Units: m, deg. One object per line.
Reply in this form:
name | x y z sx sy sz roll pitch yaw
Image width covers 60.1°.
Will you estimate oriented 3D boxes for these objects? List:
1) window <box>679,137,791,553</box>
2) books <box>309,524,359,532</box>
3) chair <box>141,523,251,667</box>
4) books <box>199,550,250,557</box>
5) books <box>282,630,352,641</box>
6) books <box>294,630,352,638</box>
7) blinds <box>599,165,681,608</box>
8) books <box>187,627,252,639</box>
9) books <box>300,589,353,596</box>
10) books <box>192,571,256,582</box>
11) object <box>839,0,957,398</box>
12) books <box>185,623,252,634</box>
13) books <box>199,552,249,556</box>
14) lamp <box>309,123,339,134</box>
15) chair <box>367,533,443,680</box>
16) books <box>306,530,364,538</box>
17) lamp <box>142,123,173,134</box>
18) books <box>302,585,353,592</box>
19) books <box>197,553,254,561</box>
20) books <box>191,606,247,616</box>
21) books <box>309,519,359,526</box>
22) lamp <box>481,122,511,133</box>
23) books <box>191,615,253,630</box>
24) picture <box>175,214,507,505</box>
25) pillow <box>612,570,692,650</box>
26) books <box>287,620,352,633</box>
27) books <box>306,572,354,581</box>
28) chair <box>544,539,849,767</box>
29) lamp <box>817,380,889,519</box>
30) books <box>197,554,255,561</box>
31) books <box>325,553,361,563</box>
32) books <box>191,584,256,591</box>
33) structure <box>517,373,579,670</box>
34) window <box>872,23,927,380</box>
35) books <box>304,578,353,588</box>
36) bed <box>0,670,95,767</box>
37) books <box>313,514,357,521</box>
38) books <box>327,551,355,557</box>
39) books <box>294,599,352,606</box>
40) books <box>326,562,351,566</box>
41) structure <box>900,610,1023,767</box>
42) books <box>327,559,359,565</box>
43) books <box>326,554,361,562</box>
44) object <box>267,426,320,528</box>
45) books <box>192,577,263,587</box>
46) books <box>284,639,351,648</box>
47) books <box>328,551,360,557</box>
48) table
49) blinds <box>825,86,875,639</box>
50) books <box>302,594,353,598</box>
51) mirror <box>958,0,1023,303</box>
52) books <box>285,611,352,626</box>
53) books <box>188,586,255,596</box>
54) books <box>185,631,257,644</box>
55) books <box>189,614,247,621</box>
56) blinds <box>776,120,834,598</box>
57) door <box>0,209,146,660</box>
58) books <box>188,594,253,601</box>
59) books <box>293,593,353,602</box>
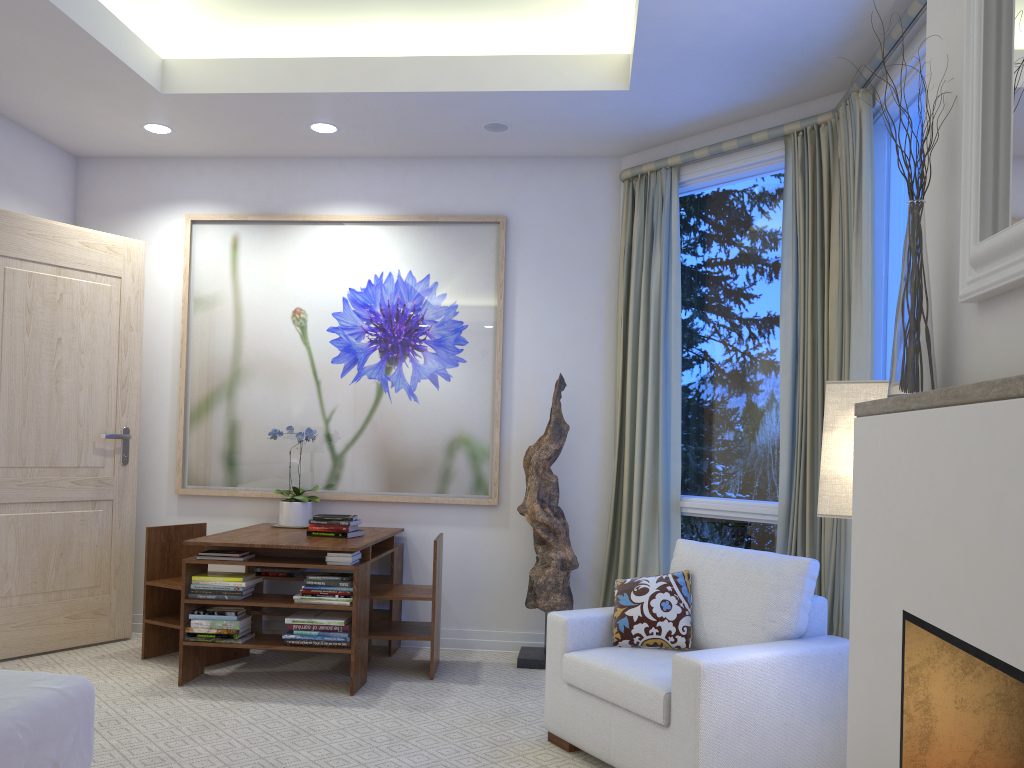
window | 0.720 -0.230 1.015 0.814 2.022 6.860 2 -4 5
books | -0.811 0.652 4.039 0.190 0.031 0.132 1 -4 10
chair | -1.471 0.977 4.155 0.340 0.609 0.341 1 -2 30
books | -1.220 0.717 3.755 0.177 0.009 0.113 1 -4 5
books | -0.795 1.046 3.713 0.284 0.018 0.182 1 -4 5
books | -0.769 1.031 3.708 0.234 0.018 0.169 1 -4 10
blinds | 0.542 0.153 4.176 0.295 2.372 0.642 3 -2 -43
books | -1.231 1.045 3.732 0.217 0.021 0.157 1 -4 5
books | -0.764 0.864 3.713 0.209 0.015 0.146 1 -4 5
books | -1.217 0.816 3.753 0.217 0.019 0.157 1 -4 5
object | 0.672 -0.323 1.545 0.189 0.692 0.193 1 -1 33
books | -1.232 1.025 3.726 0.233 0.022 0.142 1 -4 5
books | -1.220 0.717 3.755 0.174 0.008 0.111 1 -4 5
lamp | -0.884 -1.195 4.158 0.137 0.014 0.137 3 -4 -23
chair | -0.506 0.997 4.045 0.340 0.609 0.341 2 -2 0
books | -0.805 0.680 4.046 0.212 0.027 0.155 0 -4 20
lamp | -1.693 -1.213 4.230 0.137 0.014 0.137 3 -4 -23
books | -0.754 0.849 3.716 0.217 0.017 0.137 1 -4 5
books | -1.209 0.729 3.748 0.201 0.015 0.140 1 -4 5
books | -1.230 0.956 3.728 0.198 0.017 0.114 1 -4 5
books | -0.805 0.628 4.038 0.205 0.020 0.125 1 -4 15
lamp | -0.073 -1.177 4.086 0.137 0.014 0.137 3 -4 -23
books | -1.219 0.998 3.724 0.208 0.036 0.145 1 -4 5
picture | -0.886 -0.138 4.544 1.680 1.459 0.030 1 -1 5
pillow | 0.489 0.781 3.092 0.284 0.272 0.187 1 -2 14
books | -0.792 1.008 3.719 0.257 0.033 0.156 1 -4 5
books | -0.758 0.808 3.717 0.177 0.017 0.113 1 -4 5
chair | 0.598 0.902 2.938 0.688 0.705 0.807 3 -3 -30
lamp | 1.028 0.649 2.717 0.276 1.204 1.532 1 -3 18
books | -1.208 0.729 3.748 0.201 0.014 0.136 1 -4 5
books | -0.703 0.723 3.702 0.111 0.022 0.154 1 -4 5
books | -1.220 0.851 3.750 0.222 0.020 0.155 1 -4 5
structure | 0.175 0.641 4.252 0.305 1.392 0.264 2 -1 6
window | 1.332 -0.099 2.615 0.206 2.024 1.515 2 -2 5
books | -0.752 0.829 3.717 0.205 0.026 0.125 1 -4 10
bed | -1.964 0.655 1.260 2.019 0.814 1.973 1 -4 5
books | -0.804 0.609 4.037 0.180 0.018 0.125 2 -4 0
books | -0.700 0.705 3.697 0.103 0.013 0.143 1 -4 5
books | -0.765 0.903 3.718 0.239 0.017 0.173 1 -4 10
books | -0.703 0.740 3.696 0.103 0.013 0.143 1 -4 5
structure | 0.829 0.648 0.988 0.475 0.614 0.876 1 -3 5
books | -0.703 0.740 3.697 0.101 0.012 0.140 1 -4 5
books | -0.703 0.723 3.702 0.108 0.020 0.151 1 -4 5
object | -1.091 0.460 4.424 0.305 0.504 0.216 1 -1 5
books | -1.203 0.834 3.758 0.239 0.019 0.173 1 -4 10
books | -0.790 1.069 3.725 0.276 0.032 0.192 1 -4 5
books | -0.700 0.705 3.697 0.100 0.012 0.140 1 -4 5
table | -0.964 0.992 4.079 0.740 0.599 0.902 1 -3 5
blinds | 1.174 0.115 3.331 0.266 2.365 0.525 2 -1 -2
books | -0.758 0.876 3.710 0.205 0.011 0.148 1 -4 5
mirror | 0.708 -0.631 1.023 0.039 0.939 0.842 2 -2 5
books | -0.802 0.983 3.720 0.249 0.022 0.180 1 -4 5
books | -1.225 0.870 3.743 0.234 0.019 0.144 1 -4 5
books | -1.225 1.065 3.735 0.242 0.019 0.169 1 -4 5
books | -1.236 0.972 3.730 0.205 0.019 0.119 1 -4 5
blinds | 1.144 0.126 3.521 0.270 2.368 0.524 3 -1 -41
door | -2.353 0.199 3.745 0.360 2.053 1.787 1 -2 22
books | -1.229 0.889 3.745 0.217 0.020 0.157 1 -4 5
books | -0.769 0.889 3.724 0.249 0.015 0.180 1 -4 5
